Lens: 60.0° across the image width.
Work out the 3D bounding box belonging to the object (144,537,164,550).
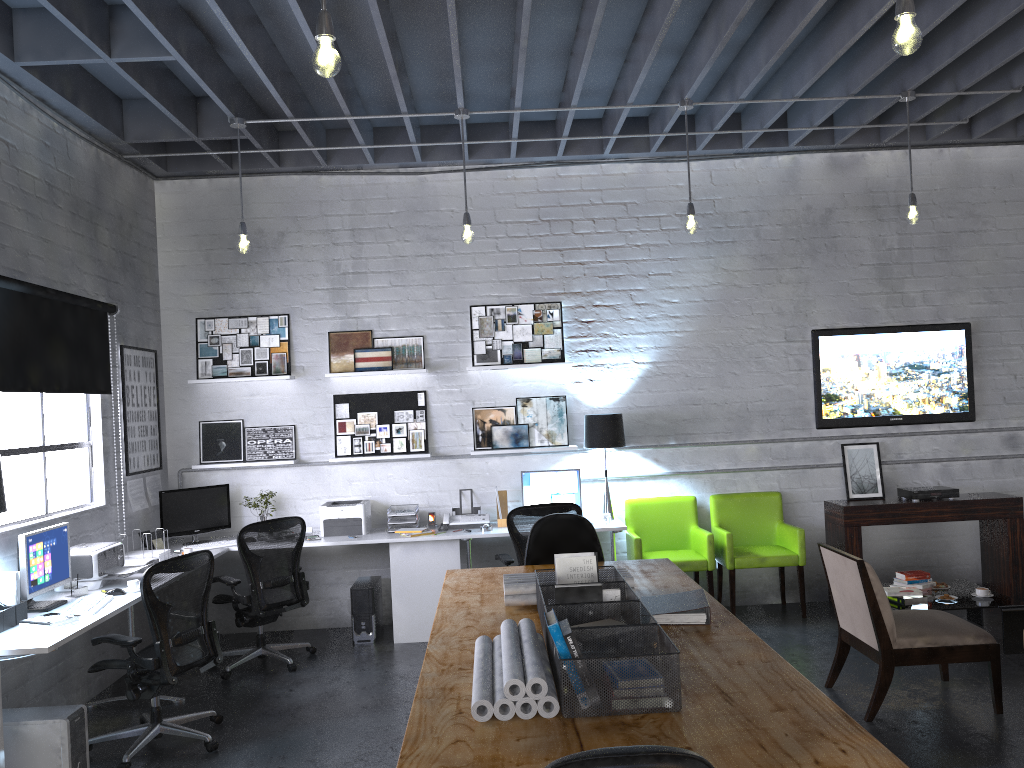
[{"bbox_3d":[-2.567,1.146,6.360,0.155,0.141,0.088,-3,0,13],"label":"object"}]

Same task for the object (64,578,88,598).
[{"bbox_3d":[-2.433,1.136,4.947,0.082,0.090,0.090,-3,-1,23],"label":"object"}]

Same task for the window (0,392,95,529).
[{"bbox_3d":[-2.815,0.180,5.028,0.030,1.220,1.822,-3,-1,-2],"label":"window"}]

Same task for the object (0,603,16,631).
[{"bbox_3d":[-2.497,1.065,4.215,0.209,0.208,0.104,-3,0,-1],"label":"object"}]

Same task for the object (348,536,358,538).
[{"bbox_3d":[-1.194,1.148,6.657,0.075,0.016,0.017,-3,-1,24],"label":"object"}]

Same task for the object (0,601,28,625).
[{"bbox_3d":[-2.502,1.068,4.331,0.209,0.208,0.104,-3,0,-2],"label":"object"}]

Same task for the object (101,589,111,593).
[{"bbox_3d":[-2.272,1.166,4.992,0.076,0.016,0.017,-3,-1,-11],"label":"object"}]

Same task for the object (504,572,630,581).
[{"bbox_3d":[0.226,0.812,3.652,0.519,0.047,0.046,-3,-1,-1],"label":"object"}]

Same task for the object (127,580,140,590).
[{"bbox_3d":[-2.132,1.136,5.008,0.078,0.049,0.062,-2,-1,-31],"label":"object"}]

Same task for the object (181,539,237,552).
[{"bbox_3d":[-2.201,1.188,6.536,0.422,0.028,0.181,-2,-2,-41],"label":"object"}]

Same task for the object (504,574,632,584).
[{"bbox_3d":[0.227,0.811,3.605,0.519,0.047,0.046,-3,-1,-1],"label":"object"}]

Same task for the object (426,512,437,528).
[{"bbox_3d":[-0.634,1.074,7.016,0.093,0.116,0.067,-3,0,-1],"label":"object"}]

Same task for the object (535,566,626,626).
[{"bbox_3d":[0.254,0.799,3.350,0.316,0.156,0.306,-3,-1,-1],"label":"object"}]

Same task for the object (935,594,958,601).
[{"bbox_3d":[2.886,1.413,5.891,0.137,0.031,0.137,-3,-1,24],"label":"object"}]

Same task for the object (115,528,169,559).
[{"bbox_3d":[-2.512,1.105,6.027,0.324,0.208,0.233,-3,-1,-1],"label":"object"}]

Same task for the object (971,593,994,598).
[{"bbox_3d":[3.131,1.409,5.902,0.131,0.016,0.131,-3,-1,5],"label":"object"}]

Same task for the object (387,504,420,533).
[{"bbox_3d":[-0.852,1.055,6.969,0.229,0.180,0.316,-3,-1,-1],"label":"object"}]

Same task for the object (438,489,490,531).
[{"bbox_3d":[-0.380,0.983,6.976,0.405,0.280,0.399,-3,-1,-1],"label":"object"}]

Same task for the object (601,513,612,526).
[{"bbox_3d":[0.712,1.023,6.682,0.069,0.083,0.090,-3,-1,-2],"label":"object"}]

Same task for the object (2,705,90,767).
[{"bbox_3d":[-2.244,1.735,4.106,0.478,0.411,0.200,-3,0,-1],"label":"object"}]

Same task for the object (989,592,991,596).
[{"bbox_3d":[3.180,1.400,5.893,0.022,0.009,0.108,-4,-1,38],"label":"object"}]

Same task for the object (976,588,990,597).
[{"bbox_3d":[3.132,1.386,5.903,0.080,0.052,0.077,-2,-1,-43],"label":"object"}]

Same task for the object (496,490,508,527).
[{"bbox_3d":[-0.076,0.979,6.977,0.087,0.259,0.236,-3,-1,-2],"label":"object"}]

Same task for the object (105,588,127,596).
[{"bbox_3d":[-2.200,1.151,4.915,0.114,0.036,0.058,-3,-1,-11],"label":"object"}]

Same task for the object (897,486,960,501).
[{"bbox_3d":[3.308,0.871,7.054,0.370,0.082,0.266,-3,-1,-1],"label":"object"}]

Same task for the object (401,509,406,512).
[{"bbox_3d":[-0.857,0.999,6.988,0.011,0.010,0.126,-3,-1,8],"label":"object"}]

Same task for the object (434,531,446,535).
[{"bbox_3d":[-0.539,1.121,6.660,0.008,0.007,0.141,-3,-1,33],"label":"object"}]

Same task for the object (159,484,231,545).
[{"bbox_3d":[-2.429,1.005,6.791,0.147,0.427,0.559,-3,-1,35],"label":"object"}]

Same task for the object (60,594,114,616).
[{"bbox_3d":[-2.216,1.150,4.621,0.181,0.028,0.422,-3,-1,-12],"label":"object"}]

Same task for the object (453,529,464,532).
[{"bbox_3d":[-0.411,1.112,6.732,0.011,0.011,0.125,-3,-1,37],"label":"object"}]

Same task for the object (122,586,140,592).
[{"bbox_3d":[-2.137,1.160,5.004,0.119,0.016,0.119,-3,-1,16],"label":"object"}]

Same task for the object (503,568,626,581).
[{"bbox_3d":[0.223,0.814,3.745,0.519,0.047,0.046,-3,-1,-1],"label":"object"}]

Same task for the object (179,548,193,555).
[{"bbox_3d":[-2.264,1.173,6.201,0.130,0.049,0.130,-3,-1,15],"label":"object"}]

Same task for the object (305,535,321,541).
[{"bbox_3d":[-1.500,1.161,6.687,0.103,0.021,0.131,-2,-1,-21],"label":"object"}]

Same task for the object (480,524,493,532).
[{"bbox_3d":[-0.195,1.083,6.704,0.095,0.050,0.095,-2,-1,-33],"label":"object"}]

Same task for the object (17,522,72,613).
[{"bbox_3d":[-2.497,0.969,4.651,0.212,0.417,0.465,-3,-1,-2],"label":"object"}]

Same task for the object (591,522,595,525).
[{"bbox_3d":[0.595,1.067,6.785,0.046,0.009,0.121,-2,-1,-17],"label":"object"}]

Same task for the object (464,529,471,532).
[{"bbox_3d":[-0.336,1.107,6.686,0.017,0.016,0.076,-2,-1,-41],"label":"object"}]

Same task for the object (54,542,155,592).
[{"bbox_3d":[-2.399,1.071,5.265,0.485,0.230,0.420,-3,-1,-1],"label":"object"}]

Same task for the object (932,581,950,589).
[{"bbox_3d":[3.004,1.411,6.247,0.151,0.040,0.151,-3,-1,16],"label":"object"}]

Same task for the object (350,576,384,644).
[{"bbox_3d":[-1.118,1.737,6.848,0.180,0.411,0.476,-3,-1,-2],"label":"object"}]

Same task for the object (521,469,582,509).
[{"bbox_3d":[0.314,0.881,6.987,0.465,0.417,0.212,-3,0,4],"label":"object"}]

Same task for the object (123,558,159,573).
[{"bbox_3d":[-2.505,1.167,5.687,0.392,0.064,0.259,-3,-1,-1],"label":"object"}]

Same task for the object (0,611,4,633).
[{"bbox_3d":[-2.495,1.063,4.110,0.209,0.208,0.104,-3,0,-1],"label":"object"}]

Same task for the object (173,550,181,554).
[{"bbox_3d":[-2.391,1.201,6.329,0.048,0.012,0.111,-2,-1,-21],"label":"object"}]

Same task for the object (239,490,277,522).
[{"bbox_3d":[-1.979,1.019,6.979,0.271,0.363,0.297,-3,-1,43],"label":"object"}]

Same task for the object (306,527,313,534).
[{"bbox_3d":[-1.626,1.158,6.991,0.105,0.052,0.023,-3,0,-2],"label":"object"}]

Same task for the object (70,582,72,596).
[{"bbox_3d":[-2.447,1.118,4.921,0.006,0.124,0.014,-3,0,-36],"label":"object"}]

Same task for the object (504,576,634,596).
[{"bbox_3d":[0.229,0.809,3.550,0.519,0.047,0.046,-3,-1,-3],"label":"object"}]

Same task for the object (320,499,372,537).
[{"bbox_3d":[-1.301,1.050,6.963,0.351,0.235,0.351,-3,-1,-1],"label":"object"}]
